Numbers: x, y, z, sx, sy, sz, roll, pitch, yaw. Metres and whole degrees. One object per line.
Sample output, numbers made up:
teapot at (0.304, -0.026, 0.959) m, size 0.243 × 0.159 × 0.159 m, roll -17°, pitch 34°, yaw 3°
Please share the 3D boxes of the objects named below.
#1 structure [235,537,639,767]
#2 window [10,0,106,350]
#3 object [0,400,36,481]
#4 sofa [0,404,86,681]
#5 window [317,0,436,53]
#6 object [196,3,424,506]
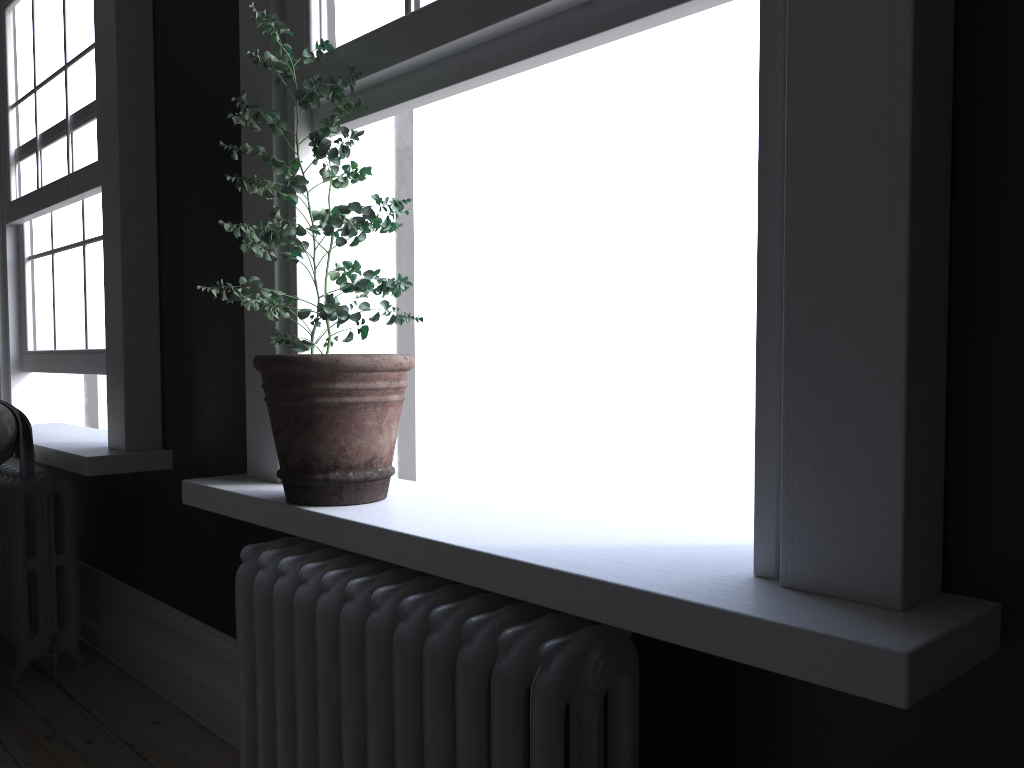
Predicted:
structure at (-0.207, 0.796, 1.768) m, size 0.276 × 0.849 × 1.140 m, roll -3°, pitch 3°, yaw -43°
window at (-1.961, -0.958, 3.852) m, size 0.056 × 1.673 × 1.262 m, roll -3°, pitch 4°, yaw -43°
object at (-1.893, 0.327, 2.724) m, size 0.517 × 0.585 × 1.366 m, roll 0°, pitch 2°, yaw 6°
sofa at (-2.625, 0.597, 3.369) m, size 1.605 × 1.162 × 2.812 m, roll -2°, pitch 3°, yaw -42°
window at (-0.062, -1.229, 1.817) m, size 0.056 × 1.018 × 1.262 m, roll -3°, pitch 3°, yaw -43°
object at (-0.462, -0.293, 2.075) m, size 0.505 × 1.135 × 0.473 m, roll 0°, pitch 3°, yaw -3°
